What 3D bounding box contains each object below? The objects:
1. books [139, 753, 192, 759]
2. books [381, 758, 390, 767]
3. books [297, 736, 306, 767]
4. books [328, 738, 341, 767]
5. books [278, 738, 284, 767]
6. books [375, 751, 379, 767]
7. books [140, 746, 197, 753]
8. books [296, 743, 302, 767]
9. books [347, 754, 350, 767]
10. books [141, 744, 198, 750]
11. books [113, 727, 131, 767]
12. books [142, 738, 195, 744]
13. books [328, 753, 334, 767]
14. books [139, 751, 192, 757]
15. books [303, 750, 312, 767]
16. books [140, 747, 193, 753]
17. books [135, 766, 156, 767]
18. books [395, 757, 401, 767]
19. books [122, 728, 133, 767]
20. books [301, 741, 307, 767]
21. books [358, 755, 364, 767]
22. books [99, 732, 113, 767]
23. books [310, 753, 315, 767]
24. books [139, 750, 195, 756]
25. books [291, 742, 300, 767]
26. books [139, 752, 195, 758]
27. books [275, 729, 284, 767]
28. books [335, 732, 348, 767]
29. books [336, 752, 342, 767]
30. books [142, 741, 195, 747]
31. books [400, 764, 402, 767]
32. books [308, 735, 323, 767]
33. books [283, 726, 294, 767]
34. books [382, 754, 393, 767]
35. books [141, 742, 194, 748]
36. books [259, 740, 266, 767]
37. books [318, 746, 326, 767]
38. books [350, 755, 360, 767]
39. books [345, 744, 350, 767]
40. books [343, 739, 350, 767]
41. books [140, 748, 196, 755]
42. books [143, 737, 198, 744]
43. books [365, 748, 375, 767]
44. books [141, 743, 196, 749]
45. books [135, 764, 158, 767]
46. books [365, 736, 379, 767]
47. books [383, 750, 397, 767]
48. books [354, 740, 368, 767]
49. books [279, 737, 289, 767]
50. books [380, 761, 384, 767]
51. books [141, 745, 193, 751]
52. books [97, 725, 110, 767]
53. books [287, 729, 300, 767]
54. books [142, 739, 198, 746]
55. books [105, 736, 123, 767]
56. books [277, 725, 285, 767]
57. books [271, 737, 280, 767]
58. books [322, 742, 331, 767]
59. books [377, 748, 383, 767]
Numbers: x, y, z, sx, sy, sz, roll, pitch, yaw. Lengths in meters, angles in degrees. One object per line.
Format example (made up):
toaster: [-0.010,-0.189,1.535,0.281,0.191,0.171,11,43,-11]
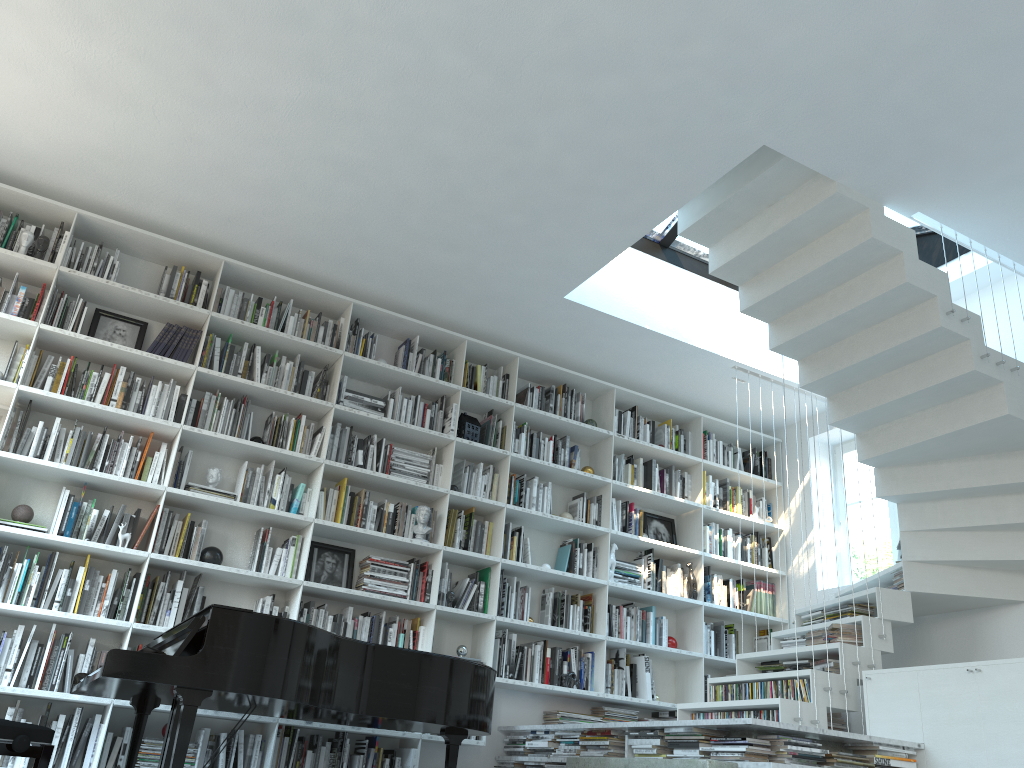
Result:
books: [-1.816,1.939,4.623,0.254,0.005,0.161,17,-27,-25]
books: [-0.763,2.266,5.107,0.022,0.204,0.191,17,-27,-25]
books: [-1.198,2.108,4.931,0.012,0.275,0.155,17,-27,-25]
books: [-1.023,2.150,4.998,0.013,0.284,0.185,17,-27,-25]
books: [-1.303,2.087,4.886,0.010,0.257,0.131,17,-27,-25]
books: [-0.822,2.240,5.100,0.028,0.237,0.140,17,-27,-25]
books: [-1.809,1.906,4.629,0.285,0.005,0.160,19,-28,-28]
books: [-1.208,2.120,4.915,0.012,0.237,0.129,17,-27,-25]
books: [-0.950,2.216,5.042,0.040,0.211,0.129,17,-27,-25]
books: [-1.806,1.898,4.636,0.285,0.005,0.160,19,-28,-27]
books: [-1.996,1.875,4.526,0.023,0.230,0.164,17,-27,-25]
books: [-1.806,1.875,4.651,0.254,0.005,0.161,17,-27,-24]
books: [-1.049,2.186,4.984,0.024,0.202,0.145,17,-27,-25]
books: [-1.814,1.928,4.626,0.254,0.005,0.161,18,-27,-26]
books: [-1.162,2.140,4.911,0.028,0.205,0.175,17,-27,-25]
books: [-1.814,1.914,4.634,0.254,0.005,0.161,17,-27,-25]
books: [-1.813,1.993,4.592,0.254,0.007,0.161,19,-28,-28]
books: [-0.704,2.278,5.134,0.029,0.217,0.191,17,-27,-25]
books: [-1.979,1.887,4.543,0.027,0.226,0.140,17,-27,-25]
books: [-1.189,2.121,4.932,0.012,0.254,0.151,17,-27,-25]
books: [-0.898,2.221,5.039,0.029,0.209,0.171,17,-27,-25]
books: [-2.069,1.873,4.495,0.025,0.197,0.160,17,-27,-25]
books: [-1.152,2.162,4.945,0.030,0.196,0.143,17,-27,-25]
books: [-1.814,1.923,4.628,0.285,0.005,0.160,17,-27,-24]
books: [-1.224,2.113,4.912,0.022,0.245,0.144,17,-27,-25]
books: [-1.813,1.932,4.622,0.285,0.005,0.160,18,-28,-26]
books: [-1.309,2.052,4.860,0.014,0.299,0.185,17,-27,-25]
books: [-0.988,2.135,5.020,0.014,0.334,0.183,17,-27,-25]
books: [-1.013,2.188,4.994,0.022,0.212,0.167,17,-27,-25]
books: [-1.808,1.886,4.648,0.254,0.005,0.161,17,-27,-25]
books: [-0.689,2.305,5.148,0.023,0.181,0.149,17,-27,-25]
books: [-1.118,2.122,4.967,0.026,0.292,0.155,17,-27,-25]
books: [-1.259,2.055,4.900,0.012,0.335,0.144,17,-27,-25]
books: [-0.747,2.267,5.131,0.028,0.226,0.162,17,-27,-25]
books: [-1.809,1.891,4.646,0.254,0.005,0.161,17,-27,-25]
books: [-1.390,2.069,4.838,0.021,0.236,0.116,17,-27,-25]
books: [-1.097,2.157,4.969,0.030,0.233,0.138,17,-27,-25]
books: [-0.913,2.216,5.026,0.010,0.205,0.180,17,-27,-25]
books: [-0.971,2.182,5.032,0.024,0.261,0.132,17,-27,-25]
books: [-0.979,2.160,5.017,0.014,0.287,0.185,17,-27,-25]
books: [-1.813,1.919,4.630,0.285,0.005,0.160,18,-27,-26]
books: [-1.801,1.867,4.646,0.285,0.005,0.160,15,-26,-20]
books: [-0.850,2.212,5.060,0.044,0.250,0.187,17,-27,-25]
books: [-1.804,1.892,4.635,0.254,0.005,0.161,20,-28,-29]
books: [-1.815,1.987,4.599,0.285,0.007,0.160,16,-27,-23]
books: [-0.825,2.191,5.089,0.013,0.315,0.187,17,-27,-25]
books: [-0.724,2.257,5.138,0.013,0.255,0.177,17,-27,-25]
books: [-0.877,2.189,5.065,0.011,0.291,0.184,17,-27,-25]
books: [-1.283,2.086,4.886,0.025,0.262,0.145,17,-27,-25]
books: [-0.789,2.270,5.102,0.024,0.190,0.155,17,-27,-25]
books: [-1.806,1.903,4.633,0.254,0.005,0.161,15,-26,-21]
books: [-2.085,1.855,4.498,0.012,0.229,0.138,17,-27,-25]
books: [-1.241,2.073,4.905,0.034,0.310,0.170,17,-27,-25]
books: [-1.808,1.881,4.651,0.285,0.005,0.160,17,-27,-25]
books: [-2.032,1.887,4.503,0.053,0.183,0.148,17,-27,-25]
books: [-1.304,2.043,4.887,0.014,0.338,0.140,17,-27,-25]
books: [-1.328,2.066,4.842,0.026,0.255,0.184,17,-27,-25]
books: [-1.071,2.153,4.986,0.028,0.259,0.133,17,-27,-25]
books: [-0.797,2.232,5.101,0.011,0.257,0.172,17,-27,-25]
